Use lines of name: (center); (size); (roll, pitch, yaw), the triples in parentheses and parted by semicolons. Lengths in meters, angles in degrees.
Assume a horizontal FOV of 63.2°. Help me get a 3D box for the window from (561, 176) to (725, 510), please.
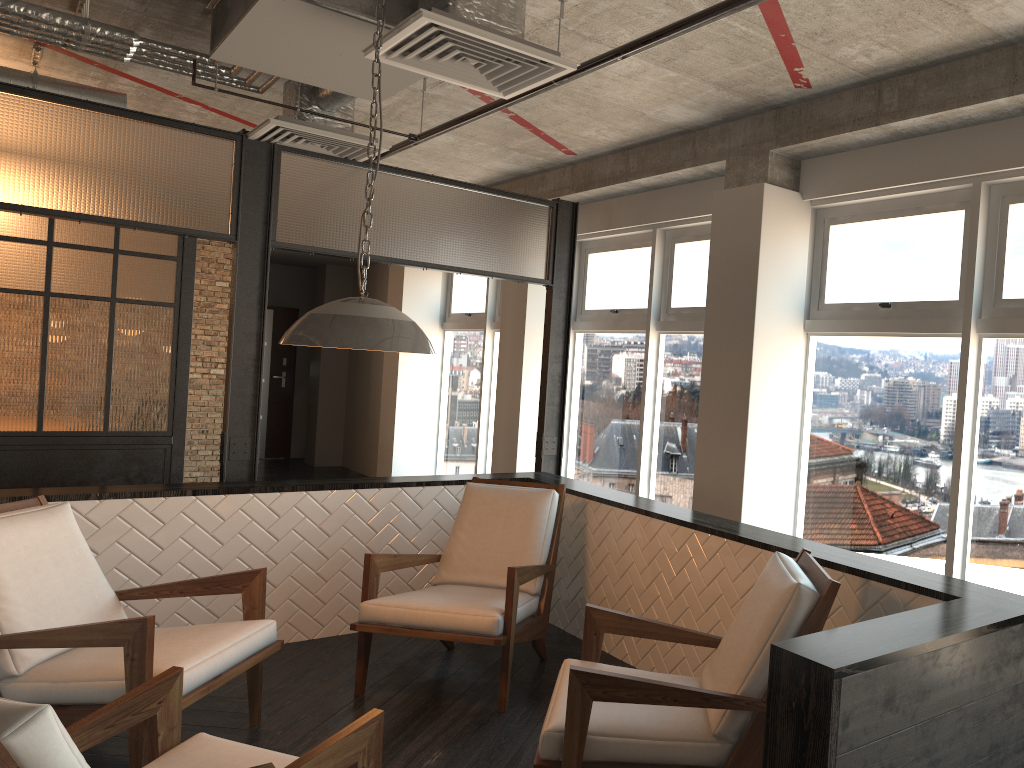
window: (1.037, 0.009, 6.284); (0.287, 2.873, 2.122); (3, 1, -33)

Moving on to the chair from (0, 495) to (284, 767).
chair: (-1.487, 0.918, 3.034); (0.944, 0.906, 0.721); (4, 1, 3)

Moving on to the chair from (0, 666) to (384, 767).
chair: (-0.865, 0.992, 1.861); (0.644, 0.906, 1.044); (4, 1, 27)

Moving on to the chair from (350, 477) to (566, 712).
chair: (-0.178, 0.976, 4.092); (0.676, 0.906, 1.002); (4, 1, 18)

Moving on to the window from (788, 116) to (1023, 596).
window: (2.325, 0.151, 4.267); (0.287, 2.873, 2.122); (3, 1, -33)

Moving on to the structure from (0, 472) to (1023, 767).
structure: (-0.774, 0.364, 2.873); (4.604, 2.114, 3.153); (3, 2, -35)

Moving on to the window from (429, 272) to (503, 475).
window: (-0.252, -0.132, 8.301); (0.287, 2.873, 2.122); (3, 1, -33)

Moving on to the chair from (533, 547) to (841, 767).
chair: (0.607, 1.061, 2.909); (0.970, 0.906, 0.701); (4, 1, -2)

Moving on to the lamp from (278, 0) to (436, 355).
lamp: (-0.496, -0.894, 2.977); (0.581, 1.544, 0.438); (3, 1, -28)
